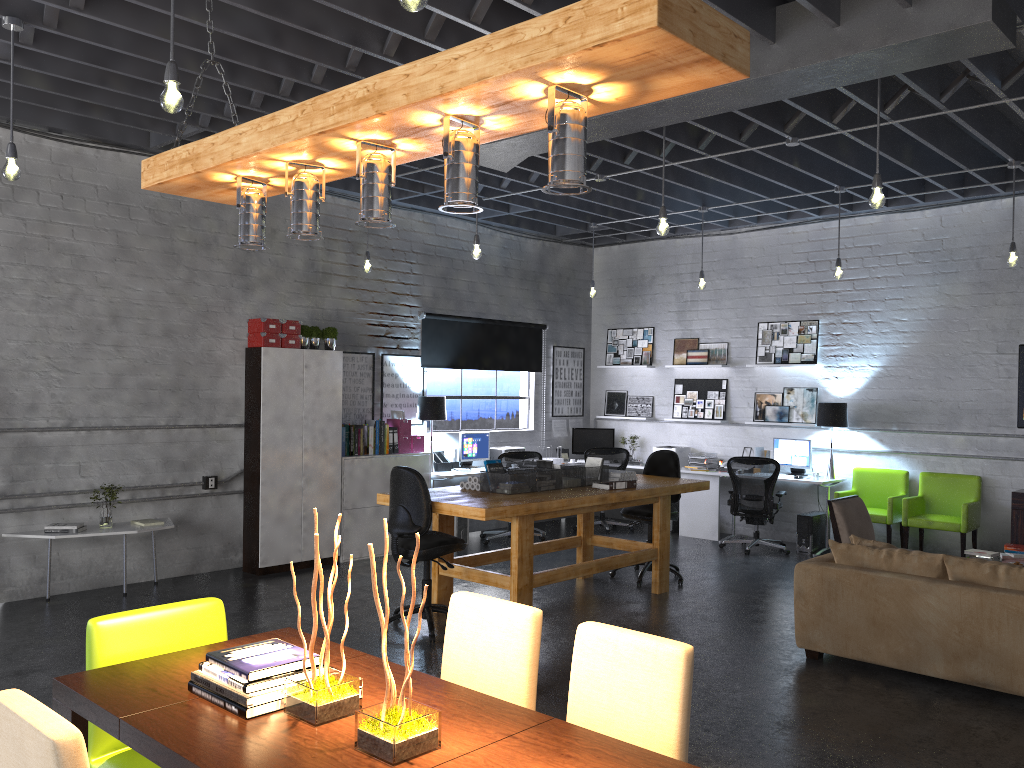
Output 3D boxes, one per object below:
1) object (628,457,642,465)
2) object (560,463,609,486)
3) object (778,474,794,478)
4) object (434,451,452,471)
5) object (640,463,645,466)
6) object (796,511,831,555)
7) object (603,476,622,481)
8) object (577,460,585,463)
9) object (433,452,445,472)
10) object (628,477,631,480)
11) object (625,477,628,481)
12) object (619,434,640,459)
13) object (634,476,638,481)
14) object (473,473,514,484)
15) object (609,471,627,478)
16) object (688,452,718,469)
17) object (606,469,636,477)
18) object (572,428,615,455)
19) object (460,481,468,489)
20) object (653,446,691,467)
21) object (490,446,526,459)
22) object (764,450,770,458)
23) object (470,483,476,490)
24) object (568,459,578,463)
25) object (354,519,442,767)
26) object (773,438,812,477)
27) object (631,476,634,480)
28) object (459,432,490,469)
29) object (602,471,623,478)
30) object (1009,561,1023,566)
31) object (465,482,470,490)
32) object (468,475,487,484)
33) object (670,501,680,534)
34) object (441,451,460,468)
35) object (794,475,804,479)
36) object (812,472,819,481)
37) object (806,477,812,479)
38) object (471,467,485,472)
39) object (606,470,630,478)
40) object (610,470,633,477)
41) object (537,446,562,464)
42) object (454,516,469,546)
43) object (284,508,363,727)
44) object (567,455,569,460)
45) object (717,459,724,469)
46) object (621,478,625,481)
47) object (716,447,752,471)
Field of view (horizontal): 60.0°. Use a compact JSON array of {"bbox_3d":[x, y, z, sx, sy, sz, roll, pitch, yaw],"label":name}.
[{"bbox_3d":[1.495,0.973,11.222,0.279,0.081,0.411,1,0,13],"label":"object"},{"bbox_3d":[0.597,0.754,7.394,0.316,0.156,0.306,1,0,43],"label":"object"},{"bbox_3d":[2.895,1.012,9.827,0.422,0.028,0.181,1,0,38],"label":"object"},{"bbox_3d":[-0.779,0.865,9.939,0.209,0.208,0.104,1,0,43],"label":"object"},{"bbox_3d":[1.654,1.004,11.020,0.103,0.021,0.131,1,0,23],"label":"object"},{"bbox_3d":[3.270,1.610,9.626,0.180,0.411,0.476,1,0,43],"label":"object"},{"bbox_3d":[0.706,0.801,7.544,0.519,0.047,0.047,1,0,43],"label":"object"},{"bbox_3d":[1.046,0.994,11.400,0.422,0.028,0.181,1,0,3],"label":"object"},{"bbox_3d":[-0.851,0.863,9.862,0.209,0.208,0.104,1,0,43],"label":"object"},{"bbox_3d":[0.801,0.804,7.647,0.519,0.047,0.047,1,0,43],"label":"object"},{"bbox_3d":[0.770,0.803,7.612,0.519,0.047,0.047,1,0,43],"label":"object"},{"bbox_3d":[1.523,0.835,11.555,0.297,0.363,0.271,1,0,-2],"label":"object"},{"bbox_3d":[0.864,0.805,7.715,0.519,0.047,0.047,1,0,43],"label":"object"},{"bbox_3d":[-0.064,0.741,6.999,0.057,0.057,0.635,1,0,43],"label":"object"},{"bbox_3d":[0.755,0.762,7.595,0.519,0.047,0.046,1,0,43],"label":"object"},{"bbox_3d":[2.320,0.933,10.766,0.229,0.180,0.316,1,0,43],"label":"object"},{"bbox_3d":[0.850,0.765,7.698,0.519,0.047,0.046,1,0,43],"label":"object"},{"bbox_3d":[1.070,0.797,11.733,0.560,0.427,0.147,1,0,-10],"label":"object"},{"bbox_3d":[-0.169,0.788,7.097,0.057,0.058,0.635,1,0,43],"label":"object"},{"bbox_3d":[1.994,0.903,11.074,0.351,0.235,0.351,1,0,43],"label":"object"},{"bbox_3d":[0.023,0.871,10.623,0.485,0.230,0.420,1,0,43],"label":"object"},{"bbox_3d":[2.884,0.899,10.229,0.087,0.259,0.236,1,0,43],"label":"object"},{"bbox_3d":[-0.086,0.789,7.019,0.057,0.058,0.635,1,0,43],"label":"object"},{"bbox_3d":[0.769,0.977,11.204,0.130,0.049,0.130,1,0,-30],"label":"object"},{"bbox_3d":[-0.277,0.637,2.244,0.180,0.583,0.156,1,1,43],"label":"object"},{"bbox_3d":[3.175,0.822,9.960,0.212,0.417,0.465,1,0,-42],"label":"object"},{"bbox_3d":[0.833,0.804,7.681,0.519,0.047,0.047,1,0,43],"label":"object"},{"bbox_3d":[-0.470,0.767,10.247,0.212,0.417,0.465,1,0,43],"label":"object"},{"bbox_3d":[0.717,0.762,7.555,0.519,0.047,0.046,1,0,41],"label":"object"},{"bbox_3d":[4.223,1.499,7.410,0.137,0.031,0.137,1,0,-21],"label":"object"},{"bbox_3d":[-0.127,0.789,7.058,0.058,0.057,0.635,1,0,43],"label":"object"},{"bbox_3d":[-0.105,0.740,7.038,0.057,0.057,0.635,1,0,43],"label":"object"},{"bbox_3d":[2.012,1.599,10.896,0.180,0.411,0.476,1,0,43],"label":"object"},{"bbox_3d":[-0.702,0.867,10.025,0.209,0.208,0.104,1,0,43],"label":"object"},{"bbox_3d":[3.110,1.010,9.623,0.114,0.036,0.058,1,0,-32],"label":"object"},{"bbox_3d":[3.239,0.987,9.471,0.069,0.083,0.090,1,0,42],"label":"object"},{"bbox_3d":[3.225,1.025,9.628,0.046,0.009,0.121,1,0,28],"label":"object"},{"bbox_3d":[-0.300,0.963,10.038,0.181,0.028,0.422,1,0,33],"label":"object"},{"bbox_3d":[0.786,0.763,7.630,0.519,0.047,0.046,1,0,43],"label":"object"},{"bbox_3d":[0.817,0.764,7.663,0.519,0.047,0.046,1,0,43],"label":"object"},{"bbox_3d":[0.473,0.895,11.249,0.324,0.208,0.233,1,0,43],"label":"object"},{"bbox_3d":[-0.707,1.548,9.716,0.478,0.411,0.200,1,0,43],"label":"object"},{"bbox_3d":[-0.538,0.634,2.484,0.156,0.583,0.185,1,1,43],"label":"object"},{"bbox_3d":[0.664,0.932,11.527,0.088,0.141,0.155,1,0,-32],"label":"object"},{"bbox_3d":[2.508,0.963,10.649,0.093,0.116,0.067,1,0,43],"label":"object"},{"bbox_3d":[0.738,0.802,7.579,0.519,0.047,0.047,1,0,43],"label":"object"},{"bbox_3d":[2.666,0.886,10.439,0.405,0.280,0.399,1,0,43],"label":"object"}]
